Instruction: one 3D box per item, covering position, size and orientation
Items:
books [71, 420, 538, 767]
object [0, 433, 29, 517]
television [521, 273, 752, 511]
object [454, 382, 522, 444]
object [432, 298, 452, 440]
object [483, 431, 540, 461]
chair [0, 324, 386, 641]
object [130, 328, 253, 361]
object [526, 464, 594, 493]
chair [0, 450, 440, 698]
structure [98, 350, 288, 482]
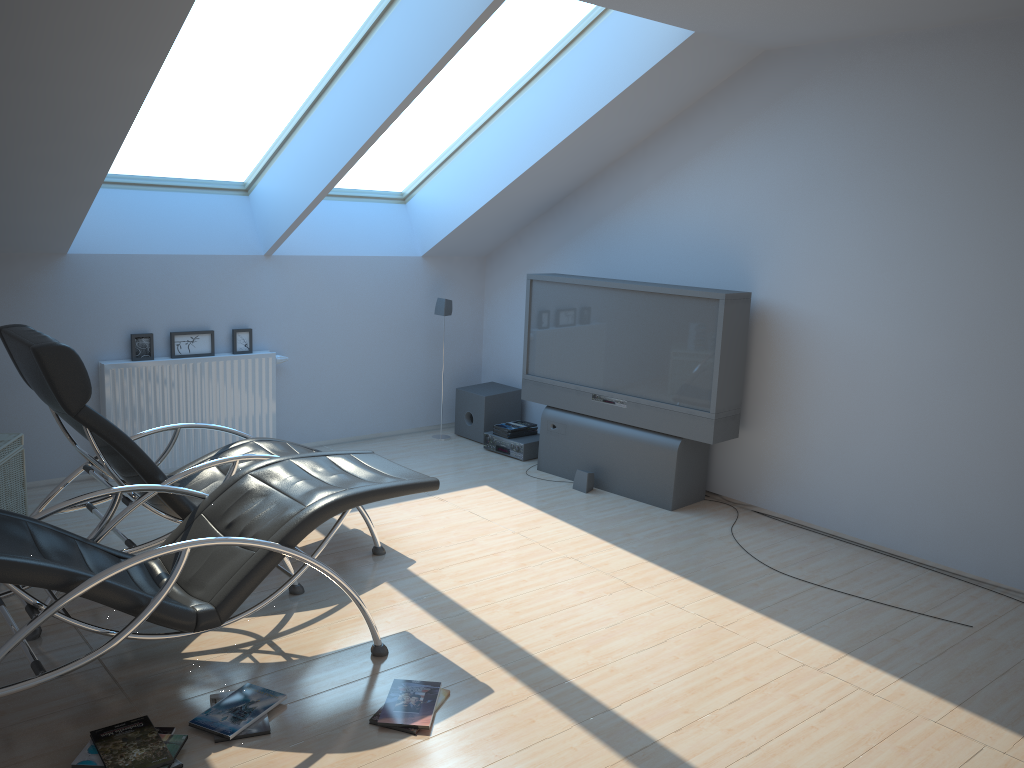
[{"bbox_3d":[-0.288,0.827,4.938,1.045,0.222,4.790,6,11,16],"label":"books"},{"bbox_3d":[-3.117,0.597,4.724,0.744,0.518,0.745,1,11,-10],"label":"object"},{"bbox_3d":[0.786,0.010,6.234,1.686,1.446,0.400,13,15,44],"label":"television"},{"bbox_3d":[-0.205,0.236,7.544,0.401,0.424,0.400,-6,14,-40],"label":"object"},{"bbox_3d":[-0.574,-0.125,7.379,0.158,1.181,0.160,-6,14,-40],"label":"object"},{"bbox_3d":[0.050,0.476,7.107,0.450,0.138,0.358,13,15,44],"label":"object"},{"bbox_3d":[-1.556,0.320,4.542,1.938,1.251,0.836,-6,14,-40],"label":"chair"},{"bbox_3d":[-2.229,-0.280,6.221,0.846,0.180,0.030,-6,14,-40],"label":"object"},{"bbox_3d":[0.283,0.579,6.638,0.394,0.141,1.163,0,11,-11],"label":"object"},{"bbox_3d":[-1.325,0.672,3.515,2.114,0.953,0.836,-6,14,-40],"label":"chair"},{"bbox_3d":[-2.206,0.197,6.310,1.324,0.800,0.120,-6,14,-40],"label":"structure"}]
